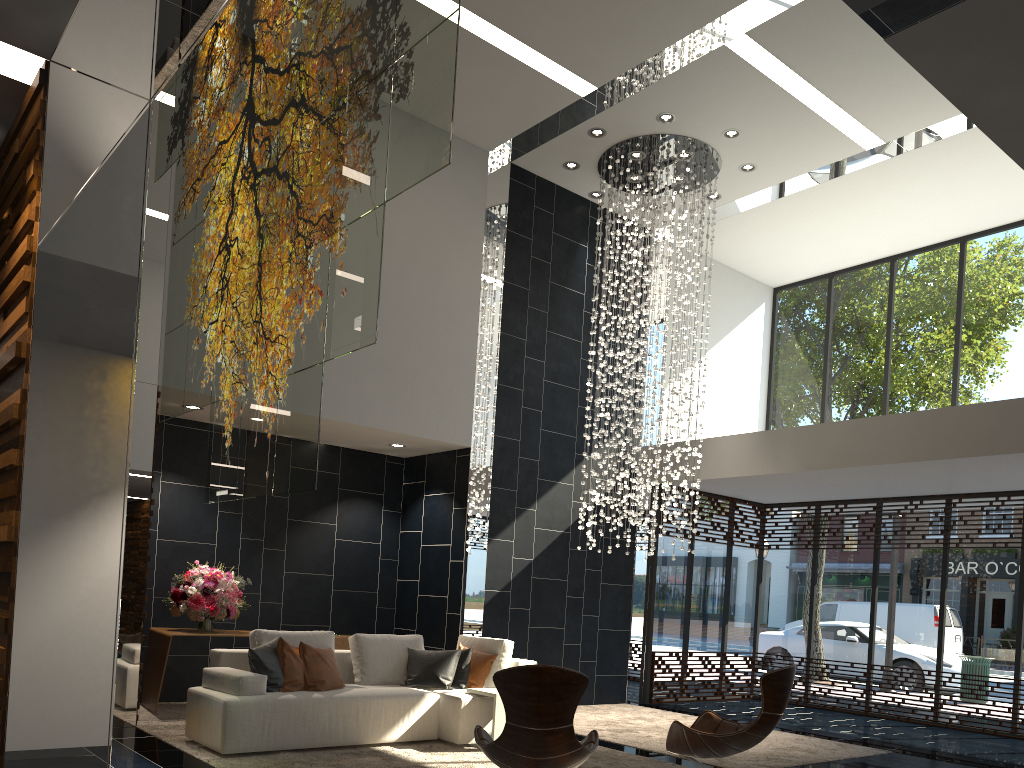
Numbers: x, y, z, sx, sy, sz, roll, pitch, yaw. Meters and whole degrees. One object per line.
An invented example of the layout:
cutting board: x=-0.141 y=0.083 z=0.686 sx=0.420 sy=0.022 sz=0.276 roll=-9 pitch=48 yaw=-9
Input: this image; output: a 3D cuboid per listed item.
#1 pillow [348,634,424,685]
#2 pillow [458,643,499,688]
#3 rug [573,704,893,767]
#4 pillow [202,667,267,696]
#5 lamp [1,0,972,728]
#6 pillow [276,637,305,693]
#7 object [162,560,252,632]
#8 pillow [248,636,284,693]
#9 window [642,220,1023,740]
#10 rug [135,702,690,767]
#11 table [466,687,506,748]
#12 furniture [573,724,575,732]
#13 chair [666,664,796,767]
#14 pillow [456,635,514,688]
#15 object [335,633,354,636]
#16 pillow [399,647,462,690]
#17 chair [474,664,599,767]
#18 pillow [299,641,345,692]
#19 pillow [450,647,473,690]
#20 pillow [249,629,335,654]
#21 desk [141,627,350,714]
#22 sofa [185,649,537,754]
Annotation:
pillow: x=-1.068 y=2.407 z=7.548 sx=0.731 sy=0.428 sz=0.291 roll=12 pitch=-9 yaw=-38
pillow: x=-0.384 y=2.511 z=7.651 sx=0.272 sy=0.404 sz=0.523 roll=8 pitch=-10 yaw=-43
rug: x=1.611 y=3.492 z=8.700 sx=2.377 sy=0.006 sz=3.454 roll=14 pitch=-18 yaw=-37
pillow: x=-2.057 y=2.194 z=6.382 sx=0.244 sy=0.148 sz=0.628 roll=13 pitch=-16 yaw=-43
lamp: x=0.503 y=-45.287 z=3.830 sx=401.039 sy=111.586 sz=408.970 roll=7 pitch=-13 yaw=-13
pillow: x=-1.680 y=2.174 z=6.708 sx=0.242 sy=0.420 sz=0.564 roll=2 pitch=-9 yaw=16
object: x=-2.856 y=1.991 z=8.085 sx=0.693 sy=0.663 sz=0.673 roll=-3 pitch=-10 yaw=42
pillow: x=-1.832 y=2.129 z=6.552 sx=0.255 sy=0.404 sz=0.570 roll=3 pitch=-9 yaw=9
window: x=4.691 y=0.873 z=9.361 sx=2.385 sy=5.897 sz=6.191 roll=5 pitch=-7 yaw=-39
rug: x=-0.781 y=2.870 z=6.782 sx=3.270 sy=0.006 sz=5.966 roll=14 pitch=-18 yaw=-37
table: x=-0.110 y=2.761 z=7.121 sx=0.406 sy=0.457 sz=0.402 roll=9 pitch=-8 yaw=-39
furniture: x=0.385 y=2.867 z=7.531 sx=0.393 sy=0.511 sz=0.400 roll=4 pitch=-6 yaw=-4
chair: x=1.421 y=2.255 z=5.642 sx=0.787 sy=0.912 sz=0.690 roll=1 pitch=-6 yaw=18
pillow: x=-0.276 y=2.520 z=7.829 sx=0.221 sy=0.448 sz=0.719 roll=6 pitch=-10 yaw=-38
object: x=-1.789 y=2.617 z=9.002 sx=0.719 sy=0.026 sz=0.245 roll=11 pitch=-16 yaw=-28
pillow: x=-0.700 y=2.453 z=7.434 sx=0.504 sy=0.358 sz=0.306 roll=2 pitch=-6 yaw=10
chair: x=0.170 y=1.896 z=4.504 sx=0.678 sy=0.911 sz=0.802 roll=5 pitch=-6 yaw=-11
pillow: x=-1.502 y=2.242 z=6.842 sx=0.268 sy=0.403 sz=0.534 roll=2 pitch=-9 yaw=22
pillow: x=-0.565 y=2.490 z=7.558 sx=0.553 sy=0.408 sz=0.260 roll=0 pitch=-5 yaw=18
pillow: x=-1.761 y=2.216 z=6.977 sx=0.732 sy=0.443 sz=0.248 roll=12 pitch=-8 yaw=-39
desk: x=-2.418 y=2.836 z=8.532 sx=2.283 sy=0.733 sz=0.999 roll=14 pitch=-14 yaw=-39
sofa: x=-1.125 y=2.589 z=7.129 sx=2.901 sy=0.668 sz=1.304 roll=14 pitch=-15 yaw=-38
